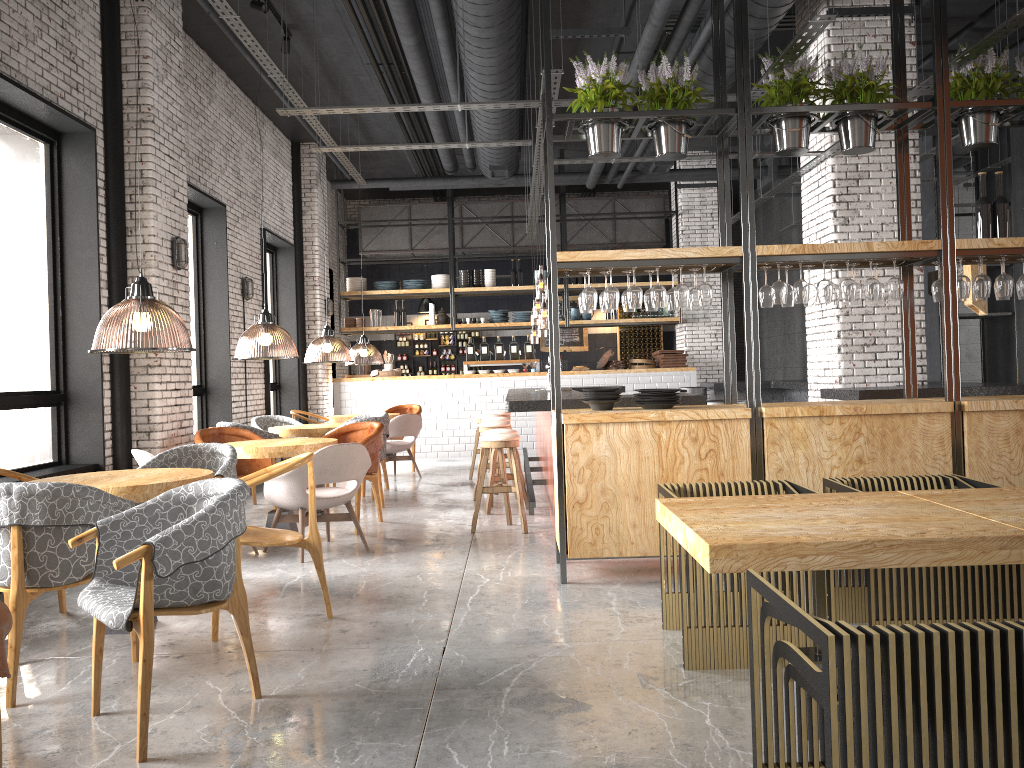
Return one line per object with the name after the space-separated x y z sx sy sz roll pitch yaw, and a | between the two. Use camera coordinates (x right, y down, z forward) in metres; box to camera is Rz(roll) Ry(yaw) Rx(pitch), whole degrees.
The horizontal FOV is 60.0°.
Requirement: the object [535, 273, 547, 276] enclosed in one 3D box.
0.489 -1.841 14.983 0.210 0.076 0.210 -2 1 -25 | object

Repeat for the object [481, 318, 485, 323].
-0.487 -1.052 14.762 0.072 0.097 0.072 -2 0 32 | object

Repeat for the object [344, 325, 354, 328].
-2.724 -0.959 14.862 0.157 0.053 0.168 -2 1 0 | object

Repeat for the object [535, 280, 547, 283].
0.492 -1.711 14.985 0.210 0.069 0.210 -2 1 -34 | object

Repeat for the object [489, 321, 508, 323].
-0.220 -1.032 14.981 0.335 0.033 0.334 -2 1 -31 | object

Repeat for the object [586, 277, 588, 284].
1.249 -1.890 14.863 0.098 0.458 0.098 -2 0 -22 | object

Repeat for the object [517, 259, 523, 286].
0.130 -1.862 14.940 0.098 0.471 0.098 -2 -1 22 | object

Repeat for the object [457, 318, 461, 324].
-0.881 -1.040 14.762 0.072 0.097 0.072 -2 0 23 | object

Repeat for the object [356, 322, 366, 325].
-2.558 -1.011 15.010 0.157 0.053 0.168 -2 1 5 | object

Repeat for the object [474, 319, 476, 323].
-0.643 -1.049 14.879 0.072 0.097 0.072 -2 0 28 | object

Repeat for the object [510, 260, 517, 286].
0.022 -1.858 14.940 0.098 0.471 0.098 -2 -1 22 | object

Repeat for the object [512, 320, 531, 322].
0.231 -1.045 14.980 0.454 0.033 0.454 -2 1 -18 | object

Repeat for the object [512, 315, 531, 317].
0.229 -1.141 14.979 0.454 0.065 0.452 -2 1 -37 | object

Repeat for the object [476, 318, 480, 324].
-0.566 -1.050 14.762 0.072 0.097 0.072 -2 0 9 | object

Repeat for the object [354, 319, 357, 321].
-2.712 -1.085 15.118 0.157 0.053 0.168 -2 1 0 | object

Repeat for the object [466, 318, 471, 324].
-0.725 -1.045 14.762 0.072 0.097 0.072 -2 0 40 | object

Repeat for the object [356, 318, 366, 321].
-2.561 -1.089 15.010 0.157 0.053 0.168 -2 1 5 | object

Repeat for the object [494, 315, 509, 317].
-0.224 -1.136 14.982 0.334 0.039 0.335 -2 1 0 | object

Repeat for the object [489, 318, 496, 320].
-0.224 -1.085 14.982 0.334 0.052 0.335 -1 1 31 | object

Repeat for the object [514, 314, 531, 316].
0.226 -1.163 14.980 0.454 0.048 0.454 -1 1 27 | object

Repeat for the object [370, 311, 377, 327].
-2.306 -1.081 14.793 0.106 0.264 0.152 -2 0 28 | object

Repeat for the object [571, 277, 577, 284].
1.029 -1.883 14.864 0.098 0.458 0.098 -2 0 22 | object

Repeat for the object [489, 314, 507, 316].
-0.223 -1.150 14.984 0.334 0.052 0.334 -1 1 38 | object

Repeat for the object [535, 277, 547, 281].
0.493 -1.754 14.989 0.210 0.074 0.210 -2 1 -25 | object

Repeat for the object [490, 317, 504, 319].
-0.224 -1.097 14.981 0.334 0.045 0.335 -2 1 -4 | object

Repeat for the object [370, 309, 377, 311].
-2.331 -1.108 15.045 0.126 0.313 0.179 -2 0 33 | object

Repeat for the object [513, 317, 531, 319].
0.227 -1.117 14.979 0.454 0.062 0.453 -1 1 44 | object

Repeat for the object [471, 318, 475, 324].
-0.643 -1.047 14.762 0.072 0.097 0.072 -2 0 20 | object

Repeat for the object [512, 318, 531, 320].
0.230 -1.093 14.980 0.453 0.050 0.454 -2 1 20 | object

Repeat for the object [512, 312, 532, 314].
0.228 -1.188 14.981 0.453 0.062 0.454 -2 1 15 | object

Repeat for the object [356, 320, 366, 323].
-2.559 -1.047 15.010 0.157 0.053 0.168 -2 1 5 | object

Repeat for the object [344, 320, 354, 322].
-2.726 -1.040 14.863 0.157 0.053 0.168 -2 1 0 | object

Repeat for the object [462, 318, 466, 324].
-0.804 -1.042 14.762 0.072 0.097 0.072 -2 0 22 | object

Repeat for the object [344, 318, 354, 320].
-2.728 -1.082 14.863 0.157 0.053 0.168 -2 1 0 | object

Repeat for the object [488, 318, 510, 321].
-0.223 -1.068 14.984 0.373 0.067 0.372 -2 1 -19 | object

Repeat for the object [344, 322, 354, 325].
-2.725 -1.004 14.863 0.157 0.053 0.168 -2 1 0 | object

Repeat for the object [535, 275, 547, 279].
0.487 -1.798 14.985 0.210 0.078 0.210 -2 1 22 | object

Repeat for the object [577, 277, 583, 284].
1.137 -1.886 14.864 0.098 0.458 0.098 -2 0 22 | object

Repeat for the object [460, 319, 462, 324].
-0.881 -1.043 14.996 0.072 0.097 0.072 -2 0 -12 | object

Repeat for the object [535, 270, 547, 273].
0.490 -1.884 14.985 0.210 0.074 0.210 -2 1 5 | object

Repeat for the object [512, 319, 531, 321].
0.229 -1.069 14.980 0.454 0.042 0.454 -2 1 -25 | object

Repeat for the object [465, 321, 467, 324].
-0.803 -1.046 15.113 0.072 0.097 0.072 -2 0 19 | object

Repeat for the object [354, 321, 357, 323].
-2.711 -1.044 15.118 0.157 0.053 0.168 -2 1 0 | object

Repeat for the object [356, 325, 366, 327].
-2.557 -0.966 15.009 0.157 0.053 0.168 -2 1 5 | object

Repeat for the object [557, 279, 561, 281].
0.728 -1.722 14.961 0.218 0.093 0.218 -2 1 -16 | object

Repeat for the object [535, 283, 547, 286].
0.495 -1.667 14.985 0.210 0.065 0.210 -2 1 18 | object

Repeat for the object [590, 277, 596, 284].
1.357 -1.893 14.863 0.098 0.458 0.098 -2 0 -22 | object

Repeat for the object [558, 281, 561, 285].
0.724 -1.689 14.959 0.219 0.085 0.218 -2 1 -31 | object

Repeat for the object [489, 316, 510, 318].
-0.220 -1.120 14.981 0.371 0.071 0.373 -2 1 12 | object

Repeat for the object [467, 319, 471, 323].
-0.725 -1.046 14.879 0.072 0.097 0.072 -2 0 1 | object

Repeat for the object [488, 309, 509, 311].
-0.227 -1.226 14.982 0.373 0.050 0.373 -2 1 22 | object

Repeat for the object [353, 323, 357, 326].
-2.710 -1.008 15.118 0.157 0.053 0.168 -2 1 0 | object

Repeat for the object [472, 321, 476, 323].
-0.643 -1.050 14.996 0.072 0.097 0.072 -2 0 30 | object

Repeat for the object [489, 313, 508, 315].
-0.224 -1.166 14.984 0.334 0.052 0.334 -2 1 17 | object
